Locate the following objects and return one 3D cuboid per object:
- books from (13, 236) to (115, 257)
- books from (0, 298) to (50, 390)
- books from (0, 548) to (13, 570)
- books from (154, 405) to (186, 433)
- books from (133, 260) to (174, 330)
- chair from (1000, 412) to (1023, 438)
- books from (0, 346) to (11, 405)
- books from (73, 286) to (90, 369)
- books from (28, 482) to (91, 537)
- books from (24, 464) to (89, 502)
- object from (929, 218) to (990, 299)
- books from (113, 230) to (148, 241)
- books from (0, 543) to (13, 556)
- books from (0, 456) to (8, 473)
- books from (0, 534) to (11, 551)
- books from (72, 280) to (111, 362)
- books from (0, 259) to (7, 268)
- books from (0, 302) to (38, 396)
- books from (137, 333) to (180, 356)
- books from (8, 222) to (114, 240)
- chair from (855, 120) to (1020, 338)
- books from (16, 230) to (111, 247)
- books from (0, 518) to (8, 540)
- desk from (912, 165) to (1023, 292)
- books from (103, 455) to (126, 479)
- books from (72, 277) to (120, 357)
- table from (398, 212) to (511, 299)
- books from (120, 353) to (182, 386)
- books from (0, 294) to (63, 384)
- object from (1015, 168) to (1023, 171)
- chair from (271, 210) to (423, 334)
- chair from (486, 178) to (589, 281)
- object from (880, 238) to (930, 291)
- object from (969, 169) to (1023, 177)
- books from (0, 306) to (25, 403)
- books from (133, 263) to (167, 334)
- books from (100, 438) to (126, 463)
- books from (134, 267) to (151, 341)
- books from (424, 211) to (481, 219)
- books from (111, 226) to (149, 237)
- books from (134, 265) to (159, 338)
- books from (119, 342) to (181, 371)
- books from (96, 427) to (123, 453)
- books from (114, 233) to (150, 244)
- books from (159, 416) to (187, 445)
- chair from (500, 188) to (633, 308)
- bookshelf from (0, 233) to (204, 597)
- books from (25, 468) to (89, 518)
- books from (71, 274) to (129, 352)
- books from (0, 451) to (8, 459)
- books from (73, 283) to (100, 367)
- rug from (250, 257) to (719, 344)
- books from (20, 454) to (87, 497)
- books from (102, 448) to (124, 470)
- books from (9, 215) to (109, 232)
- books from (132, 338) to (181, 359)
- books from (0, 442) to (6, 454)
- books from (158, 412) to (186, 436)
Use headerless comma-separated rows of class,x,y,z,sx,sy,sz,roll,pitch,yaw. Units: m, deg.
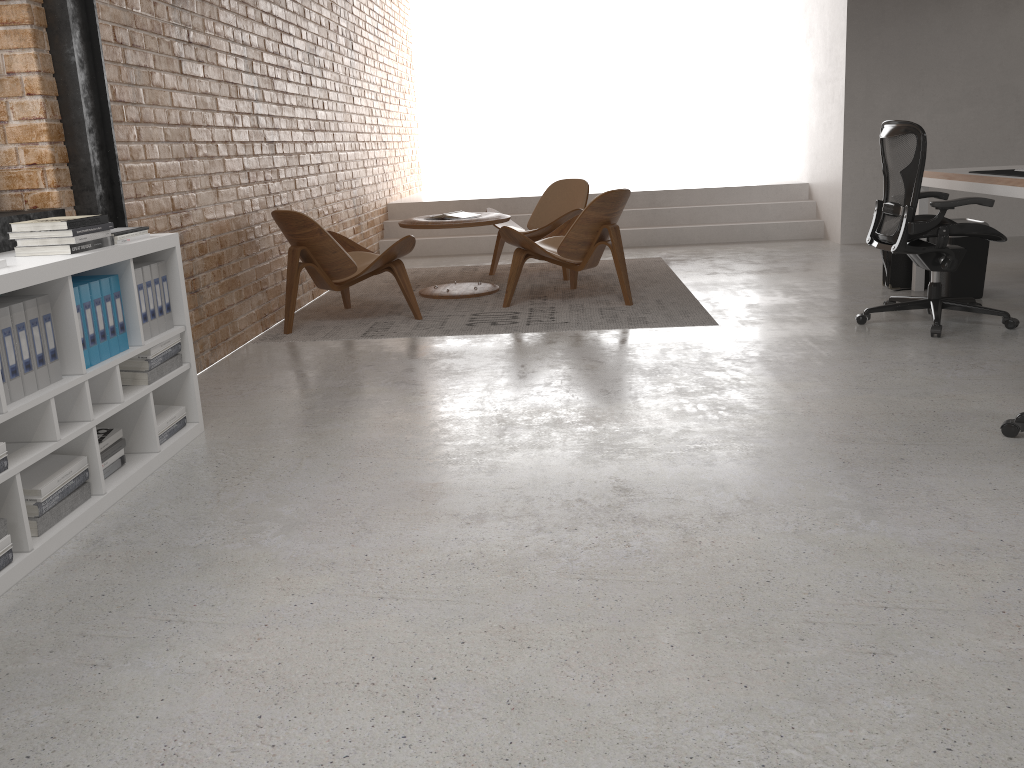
books,-1.464,-0.453,2.906,0.191,0.032,0.261,-1,15,6
books,-1.487,-0.112,2.571,0.232,0.258,0.063,-2,13,4
books,-1.438,0.486,2.228,0.207,0.060,0.277,-2,15,4
books,-1.398,0.130,3.366,0.214,0.046,0.254,-2,15,4
books,-1.429,-0.334,3.376,0.232,0.258,0.063,-2,13,4
chair,1.994,-0.316,2.760,0.771,1.074,0.800,4,15,27
books,-1.498,-0.061,2.383,0.232,0.258,0.063,-2,13,4
books,-1.463,-0.167,2.769,0.232,0.258,0.063,-2,13,4
books,-1.440,0.367,2.652,0.217,0.071,0.293,-2,15,4
books,-1.440,0.288,2.650,0.219,0.039,0.263,-2,15,4
object,2.746,-0.774,5.470,0.250,0.461,0.342,-2,14,4
books,-1.446,-0.529,3.167,0.187,0.014,0.251,-3,15,2
books,-1.442,0.459,2.231,0.219,0.034,0.263,-2,15,4
books,-1.448,0.241,2.223,0.207,0.060,0.277,-2,15,4
books,-1.442,0.440,2.231,0.214,0.046,0.254,-2,15,4
books,-1.456,-0.202,2.894,0.232,0.258,0.063,-2,13,4
books,-1.534,-0.305,2.396,0.174,0.021,0.276,-2,15,4
books,-1.491,-0.095,2.508,0.232,0.258,0.063,-2,13,4
books,-1.394,-0.156,3.300,0.214,0.051,0.255,-2,15,4
books,-1.468,-0.501,2.895,0.211,0.022,0.261,-2,15,4
chair,2.262,-0.871,4.751,0.793,1.074,0.778,-6,14,-12
books,-1.459,-0.477,2.892,0.191,0.022,0.245,-3,15,2
books,-1.449,0.410,2.206,0.217,0.077,0.294,-2,15,4
desk,3.600,-0.341,3.132,2.311,0.761,5.170,-2,15,4
books,-1.442,0.293,2.958,0.184,0.049,0.264,-2,15,4
books,-1.452,-0.219,2.957,0.232,0.258,0.063,-2,13,4
table,-0.408,-0.957,6.569,0.826,0.564,0.835,-5,14,-8
books,-1.394,-0.059,3.302,0.217,0.071,0.293,-2,15,4
books,-1.484,-0.130,2.635,0.232,0.258,0.063,-2,13,4
object,2.815,-1.126,4.665,0.118,0.017,0.444,-2,15,4
chair,-1.082,-0.792,5.740,0.868,0.744,0.865,-7,15,-14
chair,0.291,-1.267,7.221,0.869,0.744,0.864,-8,15,-19
object,2.699,-0.847,5.833,0.548,0.425,0.271,-3,13,2
object,2.925,-1.115,4.649,0.687,0.008,0.858,-2,15,4
books,-1.494,-0.078,2.445,0.232,0.258,0.063,-2,13,4
books,-1.432,-0.316,3.312,0.232,0.258,0.063,-2,13,4
books,-1.462,0.238,2.948,0.222,0.055,0.285,-2,15,4
books,-1.440,-0.282,3.186,0.232,0.258,0.063,-2,13,4
books,-0.438,-1.251,6.541,0.350,0.034,0.259,5,17,28
books,-1.453,-0.542,3.167,0.202,0.011,0.254,-2,15,5
books,-1.436,-0.299,3.249,0.232,0.258,0.063,-2,13,4
books,-1.390,-0.110,3.298,0.207,0.066,0.278,-2,15,4
books,-1.458,0.199,2.964,0.199,0.054,0.242,-2,15,4
books,-1.444,-0.517,3.174,0.187,0.014,0.256,-2,15,4
books,-1.394,0.176,3.363,0.207,0.060,0.277,-2,15,4
chair,0.318,-0.926,5.960,0.858,0.744,0.875,-8,15,-19
bookshelf,-1.502,0.018,2.748,0.400,0.791,1.562,-2,15,4
books,-1.436,0.315,2.648,0.207,0.066,0.278,-2,15,4
books,-1.449,-0.236,3.021,0.232,0.258,0.063,-2,13,4
books,-1.452,0.214,2.225,0.219,0.034,0.263,-2,15,4
books,-1.459,-0.184,2.831,0.232,0.258,0.063,-2,13,4
rug,-0.101,-0.687,6.581,2.728,0.004,3.031,-2,15,4
books,-1.440,0.269,2.650,0.214,0.051,0.255,-2,15,4
books,-1.435,0.261,2.964,0.163,0.047,0.242,-2,15,4
books,-1.467,-0.523,2.881,0.190,0.028,0.242,-1,15,6
books,-1.394,-0.137,3.300,0.219,0.039,0.263,-2,15,4
books,-1.452,0.195,2.226,0.214,0.046,0.254,-2,15,4
books,-1.398,0.148,3.366,0.219,0.034,0.263,-2,15,4
